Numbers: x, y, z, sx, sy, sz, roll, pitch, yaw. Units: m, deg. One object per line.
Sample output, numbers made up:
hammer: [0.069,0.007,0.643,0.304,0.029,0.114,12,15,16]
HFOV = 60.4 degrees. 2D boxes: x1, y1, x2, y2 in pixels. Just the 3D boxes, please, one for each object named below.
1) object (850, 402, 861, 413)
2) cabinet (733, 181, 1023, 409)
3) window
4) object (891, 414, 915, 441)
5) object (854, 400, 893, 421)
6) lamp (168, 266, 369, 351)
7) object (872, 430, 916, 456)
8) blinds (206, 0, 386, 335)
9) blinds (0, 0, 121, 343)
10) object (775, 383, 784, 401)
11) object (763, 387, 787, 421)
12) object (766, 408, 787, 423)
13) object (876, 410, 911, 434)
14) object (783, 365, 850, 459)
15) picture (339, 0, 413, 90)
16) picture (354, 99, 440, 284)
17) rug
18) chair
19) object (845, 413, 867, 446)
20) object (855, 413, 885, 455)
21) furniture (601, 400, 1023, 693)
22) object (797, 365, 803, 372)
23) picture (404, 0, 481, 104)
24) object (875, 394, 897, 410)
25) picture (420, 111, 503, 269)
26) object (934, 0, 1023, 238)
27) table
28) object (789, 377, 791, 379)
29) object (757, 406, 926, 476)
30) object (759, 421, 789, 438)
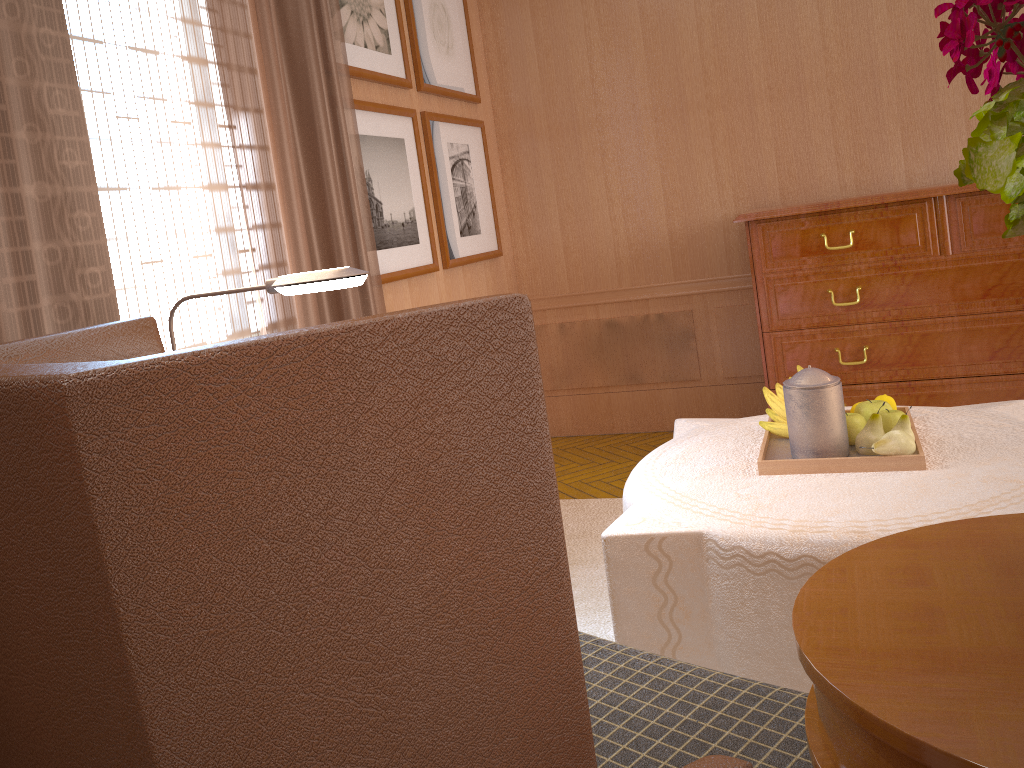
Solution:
object: [1.668,0.138,4.156,0.133,0.110,0.113,-5,8,24]
cabinet: [3.250,-0.511,6.599,2.754,1.929,1.438,-5,7,21]
window: [-2.142,-1.423,4.132,0.843,3.352,2.471,-7,6,21]
object: [1.617,0.200,3.661,0.099,0.147,0.098,-12,7,-33]
object: [1.638,0.151,3.982,0.170,0.146,0.173,-11,8,-23]
lamp: [-0.665,0.652,2.905,0.633,2.012,0.565,-9,4,-17]
object: [1.543,0.259,3.544,0.132,0.127,0.197,-2,10,40]
blinds: [-1.167,-1.058,5.061,0.265,4.755,1.466,-7,4,20]
blinds: [-1.952,-0.547,2.888,0.265,4.765,1.447,-7,4,22]
object: [1.349,0.066,4.139,0.091,0.127,0.411,-10,10,-20]
object: [1.313,0.105,4.045,0.375,0.158,0.105,1,10,44]
object: [1.346,0.145,4.090,0.062,0.180,0.394,-12,9,-39]
object: [1.644,0.184,3.819,0.158,0.134,0.158,-5,8,25]
object: [1.290,0.113,3.747,0.235,0.389,0.236,-9,5,-12]
picture: [-1.071,-2.731,6.109,0.047,1.238,1.270,-7,7,21]
picture: [-0.874,-1.350,6.191,0.047,1.238,1.270,-7,7,21]
rug: [2.508,1.292,2.596,7.920,0.020,6.102,-4,11,21]
chair: [-0.279,0.763,2.139,1.745,1.958,1.905,-14,9,-44]
object: [1.480,0.199,3.864,0.158,0.134,0.158,-5,8,25]
object: [1.512,0.221,3.708,0.131,0.195,0.130,-12,7,-33]
furniture: [1.501,0.733,3.884,1.942,0.892,1.984,-5,10,18]
object: [1.455,0.020,4.151,0.071,0.167,0.409,-8,9,-2]
picture: [-0.595,-3.037,7.423,0.047,1.238,1.270,-7,7,21]
object: [1.762,0.117,4.166,0.115,0.132,0.108,-11,7,-22]
picture: [-0.397,-1.657,7.506,0.047,1.238,1.270,-7,7,21]
object: [0.907,-0.189,1.279,0.454,1.081,0.532,-7,5,19]
table: [1.052,1.023,1.344,1.033,1.362,0.940,-5,6,28]
object: [1.398,0.078,4.130,0.065,0.170,0.379,-9,9,-12]
object: [1.459,0.245,3.933,0.636,0.059,0.815,-4,11,21]
object: [1.313,0.159,4.035,0.390,0.184,0.072,-2,7,35]
